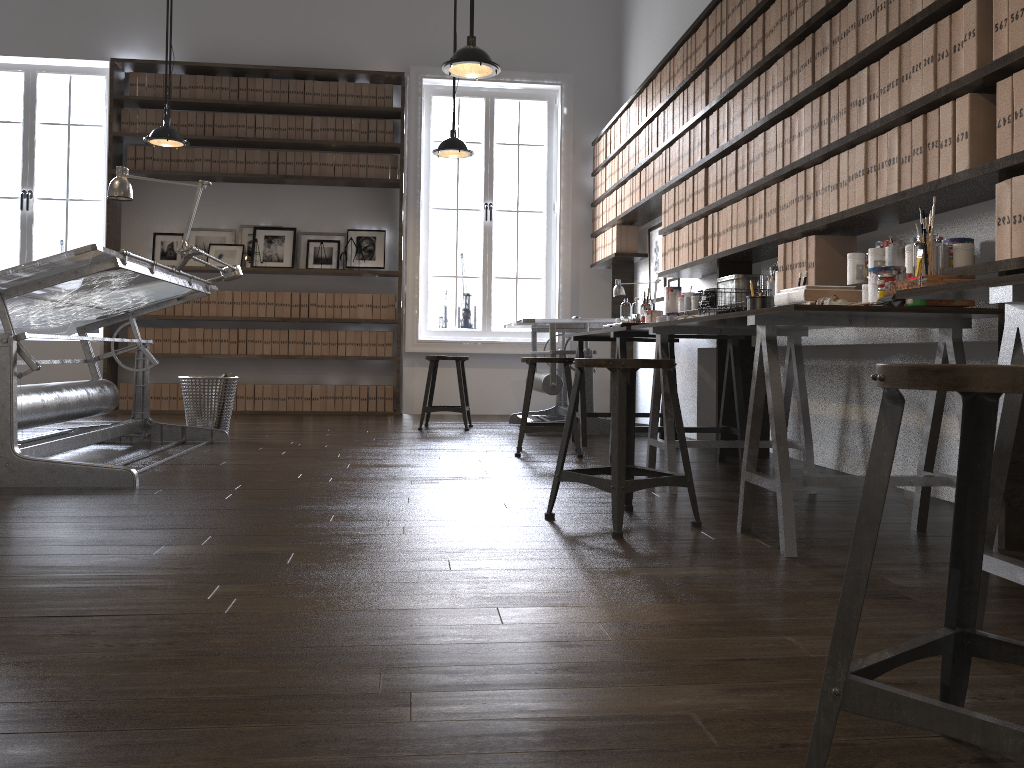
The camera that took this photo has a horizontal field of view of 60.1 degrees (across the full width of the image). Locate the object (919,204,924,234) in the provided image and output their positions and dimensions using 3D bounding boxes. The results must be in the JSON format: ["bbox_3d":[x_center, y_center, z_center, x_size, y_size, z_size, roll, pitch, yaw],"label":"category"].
[{"bbox_3d":[1.142,-0.396,2.461,0.007,0.214,0.055,1,-1,0],"label":"object"}]

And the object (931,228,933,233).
[{"bbox_3d":[1.151,-0.361,2.434,0.011,0.135,0.005,0,-1,14],"label":"object"}]

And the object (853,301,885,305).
[{"bbox_3d":[0.944,-0.216,2.426,0.011,0.017,0.171,1,1,-38],"label":"object"}]

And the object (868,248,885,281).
[{"bbox_3d":[1.271,-0.411,3.079,0.062,0.119,0.062,1,-1,-38],"label":"object"}]

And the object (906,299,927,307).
[{"bbox_3d":[1.052,-0.219,2.305,0.049,0.037,0.049,1,1,-3],"label":"object"}]

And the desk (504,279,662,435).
[{"bbox_3d":[0.531,-0.219,6.471,1.071,1.099,1.269,1,0,-6],"label":"desk"}]

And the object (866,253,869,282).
[{"bbox_3d":[1.314,-0.415,3.230,0.044,0.128,0.045,1,-1,-6],"label":"object"}]

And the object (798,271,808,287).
[{"bbox_3d":[1.125,-0.337,3.470,0.101,0.209,0.101,0,-1,39],"label":"object"}]

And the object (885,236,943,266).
[{"bbox_3d":[1.378,-0.424,3.045,0.205,0.162,0.094,1,0,-5],"label":"object"}]

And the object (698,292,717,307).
[{"bbox_3d":[1.100,-0.470,4.999,0.091,0.109,0.171,1,1,-6],"label":"object"}]

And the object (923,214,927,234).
[{"bbox_3d":[1.134,-0.380,2.442,0.021,0.180,0.005,1,-1,13],"label":"object"}]

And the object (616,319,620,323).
[{"bbox_3d":[0.692,-0.361,5.624,0.068,0.104,0.068,1,0,-2],"label":"object"}]

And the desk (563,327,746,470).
[{"bbox_3d":[0.741,0.053,4.846,0.655,0.670,1.668,1,1,-6],"label":"desk"}]

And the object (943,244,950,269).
[{"bbox_3d":[1.348,-0.391,2.798,0.062,0.095,0.063,1,0,25],"label":"object"}]

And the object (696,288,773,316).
[{"bbox_3d":[0.960,-0.326,3.824,0.284,0.161,0.204,1,1,-6],"label":"object"}]

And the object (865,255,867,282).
[{"bbox_3d":[1.289,-0.416,3.282,0.063,0.118,0.062,0,-1,34],"label":"object"}]

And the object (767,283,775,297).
[{"bbox_3d":[1.256,-0.426,4.034,0.181,0.093,0.062,1,0,7],"label":"object"}]

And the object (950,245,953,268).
[{"bbox_3d":[1.396,-0.392,2.831,0.045,0.102,0.044,1,-1,-15],"label":"object"}]

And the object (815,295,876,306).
[{"bbox_3d":[0.941,-0.231,2.537,0.132,0.050,0.197,0,2,-36],"label":"object"}]

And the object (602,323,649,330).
[{"bbox_3d":[0.663,-0.290,4.568,0.312,0.033,0.446,1,2,-6],"label":"object"}]

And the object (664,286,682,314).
[{"bbox_3d":[1.011,-0.521,5.557,0.107,0.177,0.106,1,0,-5],"label":"object"}]

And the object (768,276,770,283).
[{"bbox_3d":[1.180,-0.443,4.052,0.004,0.103,0.035,1,-1,-11],"label":"object"}]

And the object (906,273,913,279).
[{"bbox_3d":[1.221,-0.272,2.702,0.094,0.128,0.095,1,0,-10],"label":"object"}]

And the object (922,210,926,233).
[{"bbox_3d":[1.141,-0.383,2.442,0.008,0.186,0.071,0,-1,36],"label":"object"}]

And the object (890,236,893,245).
[{"bbox_3d":[1.335,-0.435,3.095,0.029,0.169,0.004,0,-1,16],"label":"object"}]

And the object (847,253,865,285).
[{"bbox_3d":[1.252,-0.416,3.223,0.062,0.119,0.062,0,-1,43],"label":"object"}]

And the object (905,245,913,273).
[{"bbox_3d":[1.290,-0.393,2.832,0.062,0.096,0.062,1,0,25],"label":"object"}]

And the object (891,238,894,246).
[{"bbox_3d":[1.341,-0.436,3.088,0.036,0.149,0.005,0,-1,17],"label":"object"}]

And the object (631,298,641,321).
[{"bbox_3d":[0.785,-0.424,5.565,0.068,0.238,0.069,1,-1,-9],"label":"object"}]

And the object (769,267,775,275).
[{"bbox_3d":[1.300,-0.479,4.346,0.079,0.188,0.079,1,-1,-27],"label":"object"}]

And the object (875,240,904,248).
[{"bbox_3d":[1.352,-0.429,3.172,0.094,0.162,0.095,1,0,-10],"label":"object"}]

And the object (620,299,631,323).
[{"bbox_3d":[0.714,-0.421,5.557,0.068,0.230,0.069,1,-1,-9],"label":"object"}]

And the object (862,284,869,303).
[{"bbox_3d":[1.120,-0.262,2.753,0.062,0.094,0.062,0,0,43],"label":"object"}]

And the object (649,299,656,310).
[{"bbox_3d":[0.869,-0.419,5.575,0.068,0.230,0.069,1,-1,-9],"label":"object"}]

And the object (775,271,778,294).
[{"bbox_3d":[1.226,-0.440,3.959,0.094,0.128,0.095,1,0,0],"label":"object"}]

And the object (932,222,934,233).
[{"bbox_3d":[1.157,-0.367,2.436,0.006,0.157,0.005,2,-2,-43],"label":"object"}]

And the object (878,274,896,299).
[{"bbox_3d":[1.088,-0.262,2.572,0.049,0.112,0.049,1,-1,-3],"label":"object"}]

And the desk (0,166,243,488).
[{"bbox_3d":[-1.986,-0.331,4.325,1.076,1.387,2.280,1,1,-6],"label":"desk"}]

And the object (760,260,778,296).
[{"bbox_3d":[1.239,-0.524,4.197,0.156,0.272,0.181,1,0,-22],"label":"object"}]

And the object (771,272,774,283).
[{"bbox_3d":[1.199,-0.455,4.057,0.008,0.125,0.041,1,-1,-18],"label":"object"}]

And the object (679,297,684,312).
[{"bbox_3d":[1.036,-0.473,5.344,0.062,0.094,0.062,1,0,-21],"label":"object"}]

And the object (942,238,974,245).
[{"bbox_3d":[1.448,-0.405,2.878,0.095,0.130,0.094,1,0,-19],"label":"object"}]

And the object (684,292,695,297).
[{"bbox_3d":[1.096,-0.499,5.462,0.070,0.130,0.070,0,-1,32],"label":"object"}]

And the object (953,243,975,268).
[{"bbox_3d":[1.413,-0.389,2.771,0.062,0.096,0.062,1,0,25],"label":"object"}]

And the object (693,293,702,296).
[{"bbox_3d":[1.145,-0.485,5.370,0.094,0.128,0.095,1,0,24],"label":"object"}]

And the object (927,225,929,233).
[{"bbox_3d":[1.145,-0.364,2.435,0.005,0.148,0.033,0,-1,37],"label":"object"}]

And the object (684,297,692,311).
[{"bbox_3d":[1.058,-0.470,5.277,0.063,0.093,0.062,1,0,-21],"label":"object"}]

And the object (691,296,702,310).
[{"bbox_3d":[1.087,-0.469,5.217,0.062,0.094,0.062,1,0,-21],"label":"object"}]

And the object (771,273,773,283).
[{"bbox_3d":[1.194,-0.448,4.061,0.004,0.127,0.028,1,-1,-8],"label":"object"}]

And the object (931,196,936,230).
[{"bbox_3d":[1.159,-0.403,2.444,0.020,0.228,0.007,0,-1,25],"label":"object"}]

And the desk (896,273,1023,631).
[{"bbox_3d":[1.179,0.179,0.965,0.655,0.670,1.668,1,1,-6],"label":"desk"}]

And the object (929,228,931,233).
[{"bbox_3d":[1.155,-0.364,2.447,0.005,0.135,0.005,1,-1,2],"label":"object"}]

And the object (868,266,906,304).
[{"bbox_3d":[1.120,-0.277,2.643,0.104,0.142,0.105,1,0,1],"label":"object"}]

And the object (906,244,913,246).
[{"bbox_3d":[1.353,-0.406,2.969,0.062,0.119,0.062,1,-1,-38],"label":"object"}]

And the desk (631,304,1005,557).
[{"bbox_3d":[0.939,0.110,3.093,0.655,0.670,1.668,1,1,-6],"label":"desk"}]

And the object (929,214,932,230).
[{"bbox_3d":[1.156,-0.384,2.455,0.006,0.182,0.053,0,-1,36],"label":"object"}]

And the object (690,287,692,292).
[{"bbox_3d":[1.116,-0.531,5.596,0.041,0.163,0.005,1,-1,-14],"label":"object"}]

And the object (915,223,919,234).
[{"bbox_3d":[1.135,-0.371,2.451,0.038,0.153,0.008,0,-2,43],"label":"object"}]

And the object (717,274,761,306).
[{"bbox_3d":[1.187,-0.476,4.568,0.193,0.152,0.317,1,1,-7],"label":"object"}]
